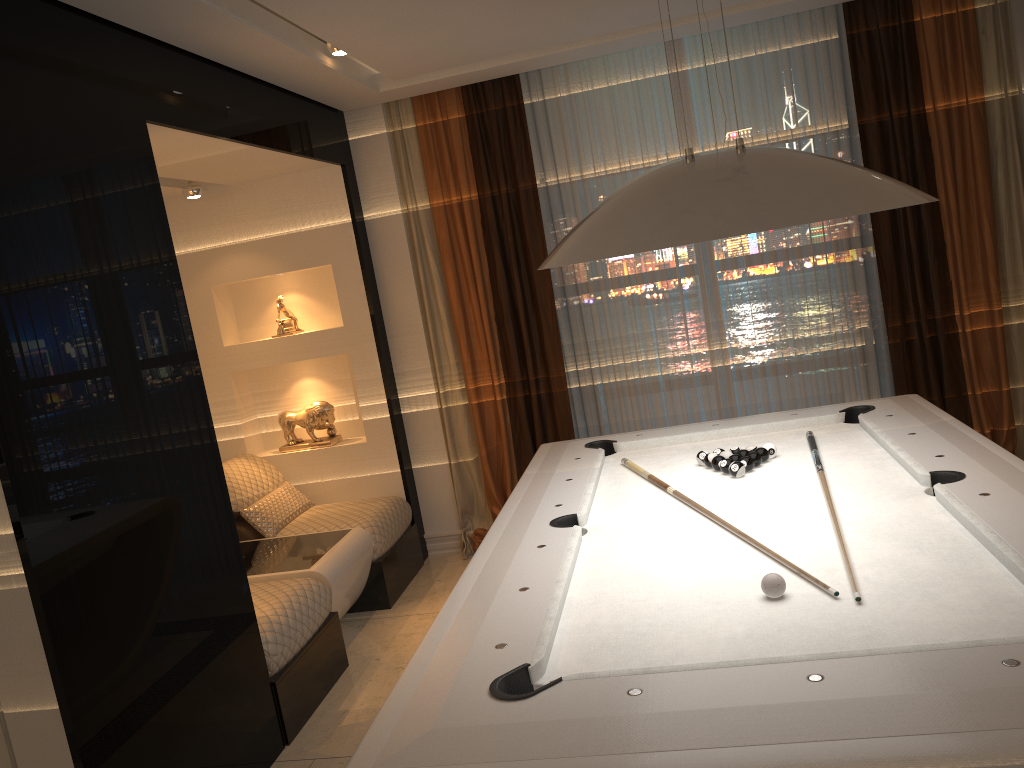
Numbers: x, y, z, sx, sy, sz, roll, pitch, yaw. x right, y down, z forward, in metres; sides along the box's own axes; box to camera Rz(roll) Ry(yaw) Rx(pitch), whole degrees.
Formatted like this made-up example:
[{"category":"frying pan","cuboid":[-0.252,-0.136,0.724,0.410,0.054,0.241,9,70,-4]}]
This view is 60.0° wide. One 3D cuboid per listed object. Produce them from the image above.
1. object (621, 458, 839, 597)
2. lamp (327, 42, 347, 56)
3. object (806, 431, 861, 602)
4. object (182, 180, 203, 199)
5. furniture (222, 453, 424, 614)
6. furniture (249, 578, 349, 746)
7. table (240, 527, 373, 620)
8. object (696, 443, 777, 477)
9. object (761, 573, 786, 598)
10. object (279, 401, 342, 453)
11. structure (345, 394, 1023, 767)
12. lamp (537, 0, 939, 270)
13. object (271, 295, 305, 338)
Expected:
[{"category":"object","cuboid":[0.588,0.389,2.772,0.028,0.026,1.605,-11,8,-9]},{"category":"lamp","cuboid":[-0.765,-1.513,3.904,0.107,0.127,0.107,-11,8,-7]},{"category":"object","cuboid":[0.961,0.333,2.704,0.028,0.026,1.605,-8,8,16]},{"category":"object","cuboid":[-1.713,-1.056,4.745,0.107,0.127,0.107,-11,8,-7]},{"category":"furniture","cuboid":[-1.171,0.794,4.946,1.107,0.810,0.660,-8,8,11]},{"category":"furniture","cuboid":[-1.386,0.997,3.716,1.107,0.810,0.660,-8,8,11]},{"category":"table","cuboid":[-1.285,1.075,4.364,1.143,0.457,0.608,-8,8,11]},{"category":"object","cuboid":[0.849,0.267,3.230,0.265,0.057,0.299,-12,8,-14]},{"category":"object","cuboid":[0.607,0.467,2.058,0.057,0.057,0.057,-13,8,-19]},{"category":"object","cuboid":[-1.220,0.243,5.327,0.364,0.264,0.180,-8,8,11]},{"category":"structure","cuboid":[0.777,0.744,2.735,1.659,0.812,2.912,-8,8,11]},{"category":"lamp","cuboid":[0.504,-0.912,2.512,0.939,0.995,1.578,-8,8,11]},{"category":"object","cuboid":[-1.340,-0.405,5.227,0.142,0.236,0.162,-8,8,11]}]
